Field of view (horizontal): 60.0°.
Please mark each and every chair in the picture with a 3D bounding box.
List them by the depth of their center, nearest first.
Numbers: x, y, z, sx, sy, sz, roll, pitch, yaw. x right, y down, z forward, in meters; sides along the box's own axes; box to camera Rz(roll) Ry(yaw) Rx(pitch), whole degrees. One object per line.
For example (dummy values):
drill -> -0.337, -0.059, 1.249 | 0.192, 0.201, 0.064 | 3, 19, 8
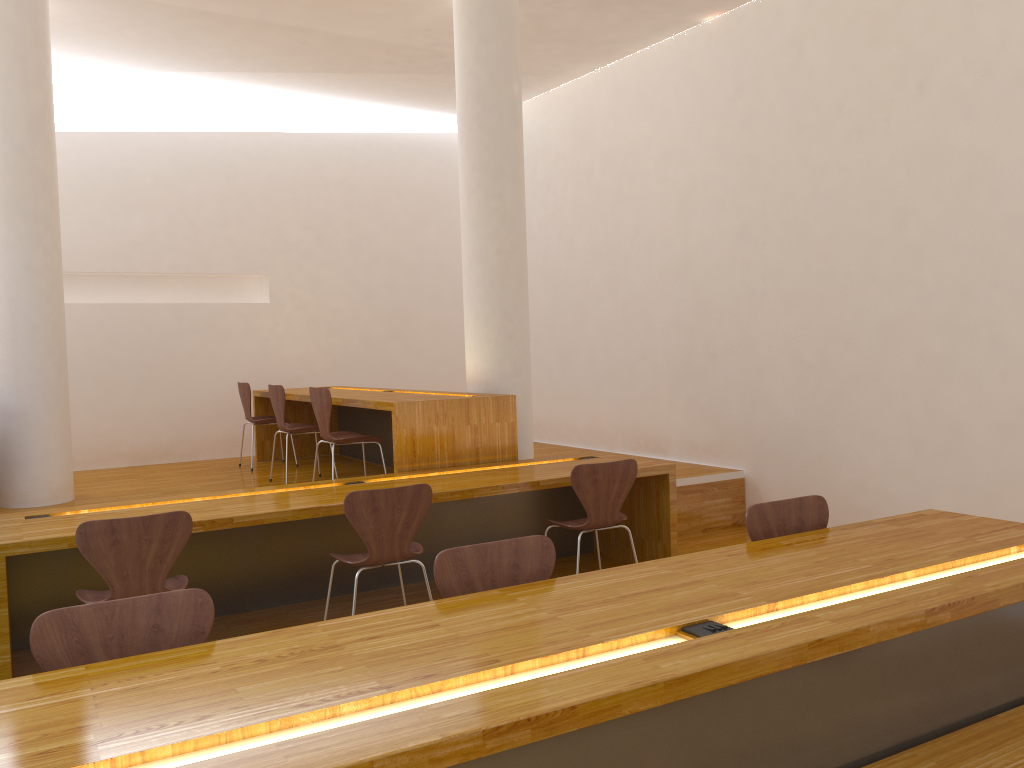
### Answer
chair -> -0.796, 0.844, 1.908 | 0.428, 0.693, 0.381 | -3, 2, -30
chair -> 0.047, 0.798, 2.388 | 0.428, 0.693, 0.381 | -3, 2, -30
chair -> 1.037, 0.746, 2.908 | 0.428, 0.693, 0.381 | -3, 2, -30
chair -> -1.421, 0.814, 3.335 | 0.428, 0.693, 0.381 | -3, 2, -30
chair -> -0.577, 0.768, 3.815 | 0.428, 0.693, 0.381 | -3, 2, -30
chair -> 0.375, 0.714, 4.401 | 0.428, 0.693, 0.381 | -3, 2, -30
chair -> -0.985, 0.357, 5.342 | 0.381, 0.693, 0.428 | -3, 2, -30
chair -> -1.466, 0.343, 6.185 | 0.381, 0.693, 0.428 | -3, 2, -30
chair -> -1.988, 0.324, 7.176 | 0.381, 0.693, 0.428 | -3, 2, -30

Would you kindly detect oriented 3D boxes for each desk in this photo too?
desk -> 0.474, 1.005, 1.931 | 3.236, 0.918, 1.285 | -3, 2, -30
desk -> -0.679, 0.801, 4.319 | 3.185, 0.606, 0.760 | -3, 2, -30
desk -> -1.084, 0.361, 6.376 | 0.760, 0.606, 3.185 | -3, 2, -30
